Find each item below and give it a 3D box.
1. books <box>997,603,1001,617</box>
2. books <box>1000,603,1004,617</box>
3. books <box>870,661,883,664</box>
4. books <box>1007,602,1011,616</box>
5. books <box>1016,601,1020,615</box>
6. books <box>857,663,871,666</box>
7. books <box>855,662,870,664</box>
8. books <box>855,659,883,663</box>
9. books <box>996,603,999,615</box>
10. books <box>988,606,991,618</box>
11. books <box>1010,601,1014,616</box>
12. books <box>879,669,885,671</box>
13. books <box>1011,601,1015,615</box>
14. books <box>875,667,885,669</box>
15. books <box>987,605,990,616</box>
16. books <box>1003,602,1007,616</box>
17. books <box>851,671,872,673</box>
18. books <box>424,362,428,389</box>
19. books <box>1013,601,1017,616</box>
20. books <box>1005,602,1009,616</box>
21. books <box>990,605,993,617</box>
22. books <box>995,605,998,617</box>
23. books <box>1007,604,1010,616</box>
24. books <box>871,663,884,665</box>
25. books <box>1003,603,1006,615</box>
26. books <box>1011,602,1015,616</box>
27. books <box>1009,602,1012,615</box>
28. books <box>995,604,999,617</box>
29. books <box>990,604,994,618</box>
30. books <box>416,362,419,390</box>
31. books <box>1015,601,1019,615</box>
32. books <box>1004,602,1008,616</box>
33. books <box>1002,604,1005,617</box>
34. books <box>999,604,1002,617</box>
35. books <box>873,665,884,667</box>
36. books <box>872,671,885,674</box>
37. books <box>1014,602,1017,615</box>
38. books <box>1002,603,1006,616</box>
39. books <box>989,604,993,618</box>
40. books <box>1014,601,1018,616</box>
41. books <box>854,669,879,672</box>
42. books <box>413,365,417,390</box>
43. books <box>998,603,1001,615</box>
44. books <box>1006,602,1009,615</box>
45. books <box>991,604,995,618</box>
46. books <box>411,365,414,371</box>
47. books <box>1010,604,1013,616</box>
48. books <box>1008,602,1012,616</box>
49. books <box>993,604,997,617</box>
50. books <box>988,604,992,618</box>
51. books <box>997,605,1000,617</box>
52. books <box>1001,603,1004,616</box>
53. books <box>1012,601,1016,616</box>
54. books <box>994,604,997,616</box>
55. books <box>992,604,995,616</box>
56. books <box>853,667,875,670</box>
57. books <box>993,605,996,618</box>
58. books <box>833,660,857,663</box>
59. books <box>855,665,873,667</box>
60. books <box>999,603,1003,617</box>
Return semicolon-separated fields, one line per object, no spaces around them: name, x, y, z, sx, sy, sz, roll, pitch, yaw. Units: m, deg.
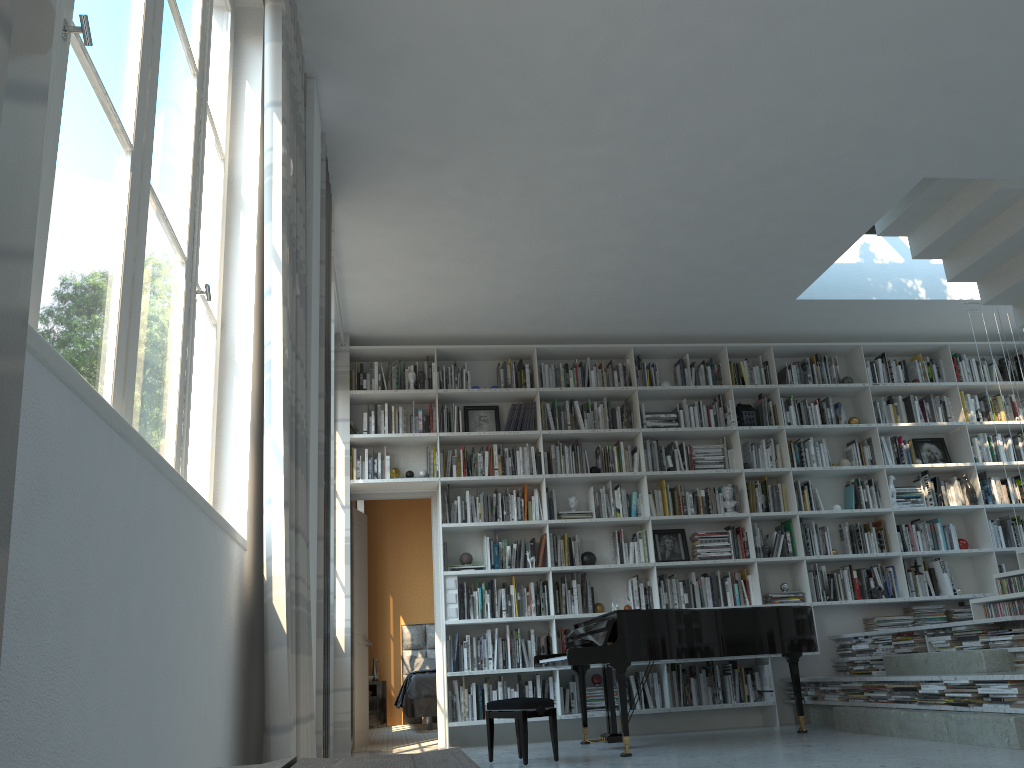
books;3.572;1.642;6.395;0.125;0.125;0.007;-1;-18;-8
books;3.576;1.632;6.367;0.125;0.125;0.008;-1;-18;-8
books;2.806;2.060;6.576;0.181;0.017;0.251;0;-19;-11
books;3.586;1.607;6.293;0.125;0.125;0.009;-1;-18;-8
books;3.598;1.578;6.206;0.125;0.125;0.010;-1;-18;-8
books;2.788;2.169;6.868;0.137;0.018;0.201;1;-19;-12
books;2.782;2.157;6.872;0.144;0.009;0.250;-2;-18;-4
books;2.784;2.146;6.875;0.149;0.014;0.229;0;-19;-10
books;3.570;1.647;6.409;0.125;0.125;0.007;-1;-18;-8
books;3.558;1.677;6.498;0.125;0.125;0.008;-1;-18;-8
books;3.590;1.597;6.263;0.125;0.125;0.007;-1;-18;-8
books;2.830;2.110;6.563;0.138;0.014;0.215;-2;-18;-4
books;3.592;1.593;6.249;0.125;0.125;0.009;-1;-18;-8
books;2.823;2.098;6.566;0.161;0.012;0.255;-1;-18;-7
books;3.557;1.679;6.505;0.125;0.125;0.007;-1;-18;-8
books;3.581;1.620;6.330;0.125;0.125;0.009;-1;-18;-8
books;2.767;2.220;6.849;0.187;0.009;0.262;-2;-18;-5
books;-0.726;-0.024;7.462;0.022;0.285;0.176;-1;-18;-8
books;3.594;1.588;6.235;0.125;0.125;0.008;-1;-18;-8
books;3.583;1.615;6.315;0.125;0.125;0.007;-1;-18;-8
books;3.561;1.669;6.475;0.125;0.125;0.007;-1;-18;-8
books;3.568;1.652;6.424;0.125;0.125;0.008;-1;-18;-8
books;3.585;1.610;6.300;0.125;0.125;0.008;-1;-18;-8
books;2.812;2.072;6.573;0.178;0.009;0.277;-1;-18;-7
books;3.580;1.622;6.337;0.125;0.125;0.008;-1;-18;-8
books;3.591;1.595;6.257;0.125;0.125;0.008;-1;-18;-8
books;3.588;1.602;6.278;0.125;0.125;0.009;-1;-18;-8
books;3.570;1.649;6.416;0.125;0.125;0.008;-1;-18;-8
books;3.563;1.667;6.467;0.125;0.125;0.009;-1;-18;-8
books;-0.795;-0.023;7.461;0.013;0.291;0.155;-1;-18;-8
books;3.597;1.580;6.214;0.125;0.125;0.007;-1;-18;-8
books;3.582;1.617;6.323;0.125;0.125;0.008;-1;-18;-8
books;3.578;1.627;6.351;0.125;0.125;0.007;-1;-18;-8
books;3.574;1.637;6.381;0.125;0.125;0.008;-1;-18;-8
books;2.817;2.084;6.570;0.156;0.017;0.264;1;-19;-12
books;2.805;2.131;6.553;0.189;0.028;0.203;1;-19;-13
books;3.595;1.585;6.228;0.125;0.125;0.007;-1;-18;-8
books;3.579;1.625;6.344;0.125;0.125;0.007;-1;-18;-8
books;3.560;1.672;6.484;0.125;0.125;0.010;-1;-18;-8
books;3.596;1.583;6.221;0.125;0.125;0.007;-1;-18;-8
books;2.784;2.209;6.855;0.160;0.014;0.269;0;-19;-9
books;-0.813;-0.011;7.442;0.027;0.258;0.147;-1;-18;-8
books;3.573;1.640;6.388;0.125;0.125;0.008;-1;-18;-8
books;3.584;1.612;6.308;0.125;0.125;0.009;-1;-18;-8
books;3.563;1.664;6.461;0.125;0.125;0.009;-1;-18;-8
books;-0.837;-0.007;7.441;0.021;0.252;0.179;-1;-18;-8
books;3.589;1.600;6.270;0.125;0.125;0.008;-1;-18;-8
books;3.587;1.605;6.285;0.125;0.125;0.008;-1;-18;-8
books;3.566;1.657;6.439;0.125;0.125;0.008;-1;-18;-8
books;3.559;1.675;6.492;0.125;0.125;0.008;-1;-18;-8
books;3.571;1.644;6.402;0.125;0.125;0.007;-1;-18;-8
books;3.577;1.630;6.359;0.125;0.125;0.009;-1;-18;-8
books;3.593;1.590;6.242;0.125;0.125;0.007;-1;-18;-8
books;3.567;1.654;6.431;0.125;0.125;0.008;-1;-18;-8
books;3.565;1.662;6.453;0.125;0.125;0.007;-1;-18;-8
books;2.771;2.194;6.858;0.180;0.016;0.183;0;-19;-11
books;3.566;1.659;6.446;0.125;0.125;0.008;-1;-18;-8
books;2.731;2.242;7.169;0.174;0.009;0.241;-1;-18;-6
books;2.783;2.182;6.863;0.159;0.009;0.229;-1;-18;-7
books;3.575;1.635;6.374;0.125;0.125;0.007;-1;-18;-8
